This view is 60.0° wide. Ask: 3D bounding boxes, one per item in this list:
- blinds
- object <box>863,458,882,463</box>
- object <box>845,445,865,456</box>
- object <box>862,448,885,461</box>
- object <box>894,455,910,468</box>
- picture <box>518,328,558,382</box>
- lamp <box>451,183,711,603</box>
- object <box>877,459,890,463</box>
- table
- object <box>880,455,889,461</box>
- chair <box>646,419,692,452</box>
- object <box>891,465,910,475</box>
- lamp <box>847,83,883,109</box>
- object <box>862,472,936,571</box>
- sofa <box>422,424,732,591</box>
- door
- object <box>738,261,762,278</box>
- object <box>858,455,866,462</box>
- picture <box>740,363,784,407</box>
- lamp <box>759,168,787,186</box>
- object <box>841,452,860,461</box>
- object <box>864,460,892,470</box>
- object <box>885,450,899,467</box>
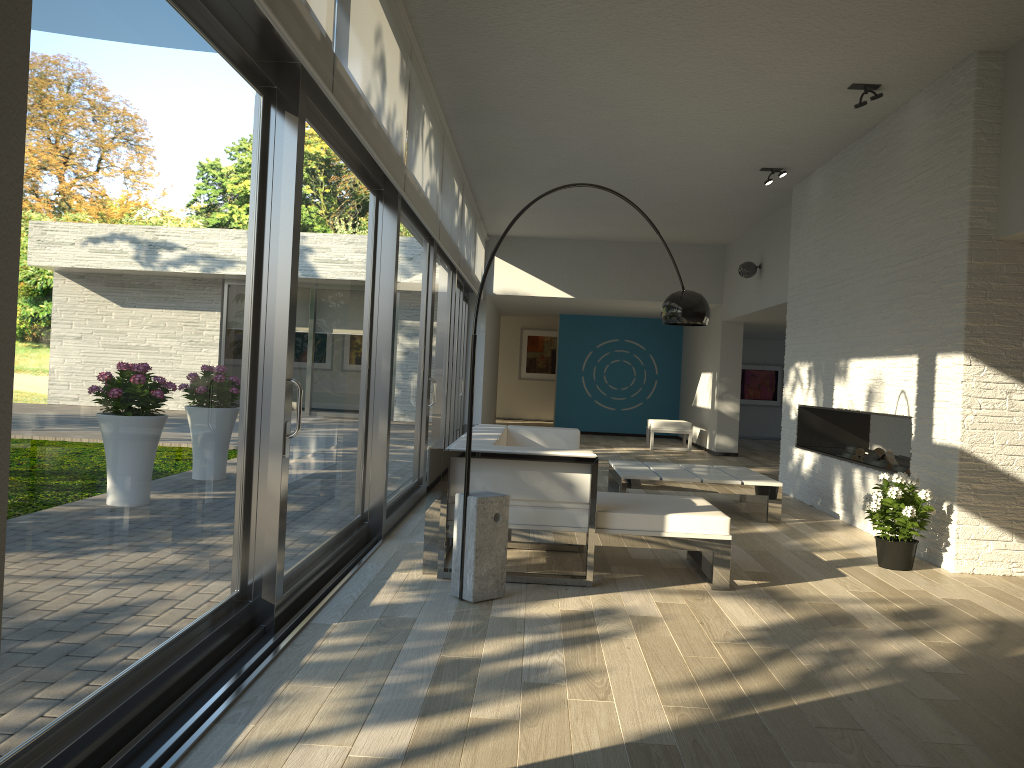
[{"bbox_3d":[-0.573,-1.630,7.223,0.056,0.984,11.529,3,1,2],"label":"blinds"},{"bbox_3d":[2.901,0.641,7.115,0.075,0.074,0.245,3,1,0],"label":"object"},{"bbox_3d":[2.959,0.574,7.649,0.082,0.073,0.237,3,1,1],"label":"object"},{"bbox_3d":[2.942,0.593,7.215,0.093,0.170,0.271,3,0,0],"label":"object"},{"bbox_3d":[2.923,0.581,6.547,0.093,0.088,0.260,3,1,0],"label":"object"},{"bbox_3d":[0.855,-0.656,20.215,1.378,1.191,0.017,3,0,2],"label":"picture"},{"bbox_3d":[0.468,-0.011,4.592,0.283,2.024,1.753,3,0,44],"label":"lamp"},{"bbox_3d":[2.973,0.644,7.100,0.076,0.076,0.236,3,1,0],"label":"object"},{"bbox_3d":[1.461,0.873,7.371,1.220,0.305,1.220,3,1,2],"label":"table"},{"bbox_3d":[3.018,0.604,7.134,0.064,0.060,0.229,3,1,3],"label":"object"},{"bbox_3d":[2.421,0.787,13.706,0.611,0.442,0.610,3,0,2],"label":"chair"},{"bbox_3d":[2.884,0.646,6.546,0.075,0.074,0.245,3,1,0],"label":"object"},{"bbox_3d":[2.353,-1.896,5.887,0.234,0.153,0.135,3,0,2],"label":"lamp"},{"bbox_3d":[2.288,0.808,5.260,0.405,0.571,0.430,3,0,24],"label":"object"},{"bbox_3d":[0.365,0.667,5.585,1.545,0.654,2.404,3,1,2],"label":"sofa"},{"bbox_3d":[0.223,-0.069,9.041,19.440,2.374,22.948,3,1,2],"label":"door"},{"bbox_3d":[2.896,-1.378,10.717,0.315,0.203,0.201,3,0,2],"label":"object"},{"bbox_3d":[2.989,0.639,7.638,0.076,0.076,0.236,3,1,0],"label":"object"},{"bbox_3d":[4.833,0.021,17.337,0.958,0.828,0.017,3,0,2],"label":"picture"},{"bbox_3d":[2.422,-1.916,8.208,0.234,0.153,0.135,3,0,2],"label":"lamp"},{"bbox_3d":[2.916,0.636,7.653,0.075,0.074,0.245,3,1,0],"label":"object"},{"bbox_3d":[2.858,0.640,6.925,0.075,0.074,0.246,3,1,-20],"label":"object"},{"bbox_3d":[2.985,0.600,6.933,0.064,0.165,0.225,3,0,1],"label":"object"}]
